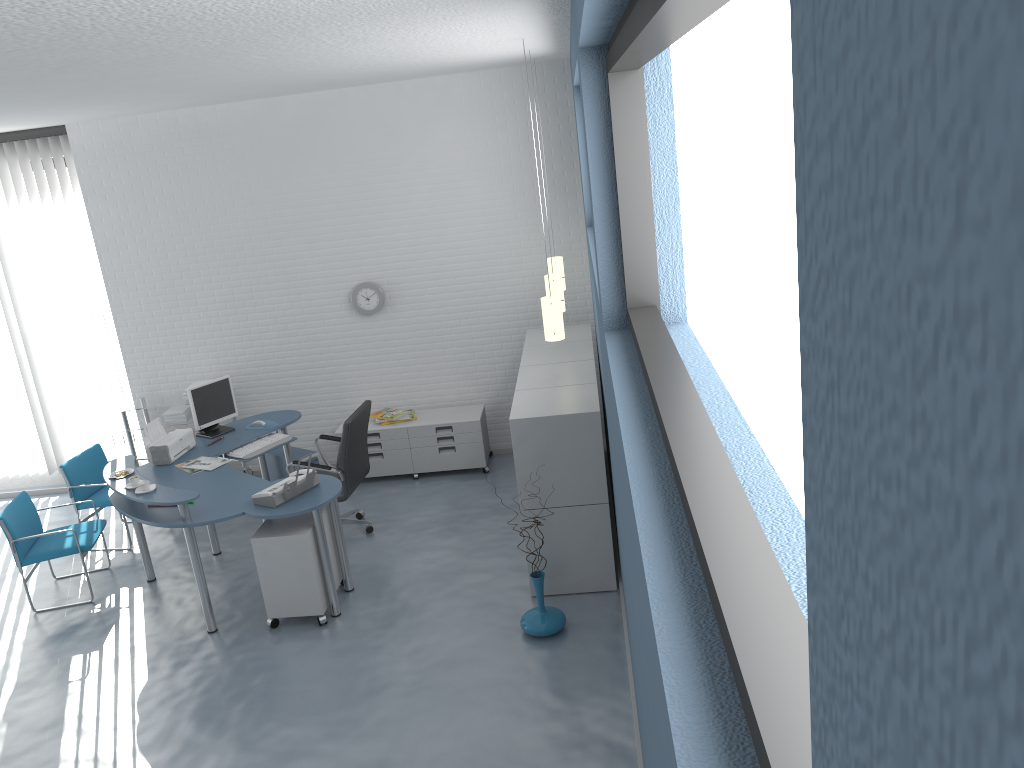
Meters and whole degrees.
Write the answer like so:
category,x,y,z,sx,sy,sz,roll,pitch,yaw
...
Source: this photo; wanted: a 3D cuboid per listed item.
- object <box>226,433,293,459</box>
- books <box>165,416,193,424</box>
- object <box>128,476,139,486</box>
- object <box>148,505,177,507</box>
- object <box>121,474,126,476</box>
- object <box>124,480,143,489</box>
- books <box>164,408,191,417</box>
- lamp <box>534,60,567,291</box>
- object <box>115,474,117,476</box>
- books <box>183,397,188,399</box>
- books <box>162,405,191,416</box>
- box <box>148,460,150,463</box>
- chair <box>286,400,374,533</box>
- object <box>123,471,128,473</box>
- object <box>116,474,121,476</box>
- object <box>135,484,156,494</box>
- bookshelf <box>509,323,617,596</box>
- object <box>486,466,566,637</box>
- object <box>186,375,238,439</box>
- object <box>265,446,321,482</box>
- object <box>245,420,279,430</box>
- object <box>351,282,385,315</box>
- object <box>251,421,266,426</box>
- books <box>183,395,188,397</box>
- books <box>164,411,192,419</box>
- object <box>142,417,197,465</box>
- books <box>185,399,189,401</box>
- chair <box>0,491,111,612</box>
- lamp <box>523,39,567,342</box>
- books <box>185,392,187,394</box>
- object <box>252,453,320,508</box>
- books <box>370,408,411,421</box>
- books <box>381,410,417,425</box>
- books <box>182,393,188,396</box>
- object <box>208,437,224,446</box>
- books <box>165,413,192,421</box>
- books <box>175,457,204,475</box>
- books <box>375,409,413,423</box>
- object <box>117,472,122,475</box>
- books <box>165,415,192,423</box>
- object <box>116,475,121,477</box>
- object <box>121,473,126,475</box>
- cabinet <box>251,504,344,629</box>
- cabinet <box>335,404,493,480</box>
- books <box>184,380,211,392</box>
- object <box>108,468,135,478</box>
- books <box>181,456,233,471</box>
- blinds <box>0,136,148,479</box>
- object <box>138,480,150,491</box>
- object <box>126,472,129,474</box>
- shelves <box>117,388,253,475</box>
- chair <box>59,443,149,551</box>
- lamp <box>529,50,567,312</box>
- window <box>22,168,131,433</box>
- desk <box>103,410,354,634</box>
category,x,y,z,sx,sy,sz,roll,pitch,yaw
object,-1.882,0.455,6.610,0.276,0.028,0.478,4,20,35
books,-2.867,0.289,7.702,0.190,0.015,0.270,-6,16,4
object,-2.330,0.599,5.481,0.062,0.049,0.078,-8,16,-4
object,-2.159,0.751,5.485,0.200,0.010,0.011,-3,16,14
object,-2.492,0.585,5.687,0.027,0.005,0.025,-8,16,-5
object,-2.327,0.624,5.480,0.119,0.016,0.119,7,21,41
books,-2.867,0.230,7.689,0.190,0.015,0.270,-5,16,6
lamp,0.253,-1.575,6.610,0.120,1.786,0.120,-18,19,-34
object,-2.542,0.584,5.711,0.027,0.005,0.025,7,21,40
books,-2.674,0.075,7.611,0.190,0.015,0.270,-5,16,7
books,-2.887,0.221,7.673,0.190,0.015,0.270,-6,16,2
box,-3.016,0.619,7.775,0.207,0.133,0.347,-7,16,1
chair,-1.338,0.661,6.503,0.652,0.948,0.584,-4,16,10
object,-2.499,0.569,5.730,0.027,0.005,0.025,-19,20,-37
object,-2.522,0.584,5.686,0.027,0.005,0.025,-11,16,-14
object,-2.220,0.641,5.376,0.119,0.016,0.119,-11,17,-15
bookshelf,0.379,0.398,6.311,0.521,1.141,2.294,-5,16,5
object,0.116,0.940,4.874,0.312,0.972,0.357,-12,17,-19
object,-2.315,0.180,6.795,0.212,0.417,0.365,5,20,37
object,-1.771,0.761,7.297,0.471,0.422,0.199,6,21,39
object,-1.942,0.308,6.904,0.285,0.026,0.213,-2,17,18
object,-1.220,-0.726,7.515,0.279,0.277,0.041,-5,16,5
object,-1.976,0.304,6.903,0.115,0.035,0.054,-3,17,15
books,-2.674,0.059,7.613,0.190,0.015,0.270,-5,16,5
books,-2.865,0.246,7.686,0.190,0.015,0.270,-6,16,4
object,-2.477,0.392,6.390,0.197,0.273,0.392,-4,16,10
books,-2.664,0.088,7.618,0.190,0.015,0.270,-6,16,2
chair,-3.132,1.112,6.143,0.543,0.707,0.542,-10,16,-9
lamp,0.155,-1.122,5.079,0.120,1.786,0.120,-18,19,-34
books,-2.660,0.027,7.609,0.190,0.015,0.270,-5,16,5
object,-1.355,0.539,5.391,0.399,0.280,0.405,4,19,34
books,-1.039,0.257,7.566,0.300,0.020,0.210,6,21,38
books,-0.971,0.289,7.570,0.300,0.020,0.210,-10,16,-10
books,-2.676,0.047,7.601,0.190,0.015,0.270,-5,16,8
object,-2.213,0.428,6.623,0.013,0.013,0.178,0,17,22
books,-2.862,0.259,7.696,0.190,0.015,0.270,-5,16,6
books,-2.187,0.564,6.156,0.200,0.005,0.300,-20,20,-38
books,-1.002,0.275,7.559,0.300,0.020,0.210,-7,16,0
object,-2.526,0.577,5.715,0.025,0.005,0.027,-4,16,10
books,-2.869,0.275,7.697,0.190,0.015,0.270,-7,16,1
object,-2.525,0.589,5.687,0.027,0.005,0.025,-14,17,-22
object,-2.495,0.577,5.700,0.025,0.005,0.027,-8,16,-3
cabinet,-1.313,1.114,5.546,0.383,0.605,0.559,-5,16,7
cabinet,-0.829,0.520,7.625,1.259,0.484,0.447,-6,16,5
books,-2.672,0.016,7.597,0.190,0.015,0.270,-7,16,0
object,-2.516,0.580,5.712,0.162,0.011,0.162,-21,21,-40
books,-2.123,0.553,6.160,0.300,0.010,0.200,2,18,29
blinds,-5.555,-0.477,8.008,4.001,2.955,0.158,-5,16,5
object,-2.220,0.615,5.376,0.062,0.049,0.078,1,18,26
object,-2.481,0.575,5.718,0.025,0.005,0.027,-15,18,-26
shelves,-2.842,0.536,7.763,0.896,0.848,0.441,-5,16,6
chair,-3.114,0.868,6.979,0.543,0.707,0.542,-4,16,10
lamp,0.204,-1.349,5.844,0.120,1.786,0.120,-18,19,-34
window,-5.138,-0.622,8.449,3.635,2.562,0.008,-5,16,5
desk,-1.978,0.867,6.148,1.402,0.900,2.282,-12,17,-19
